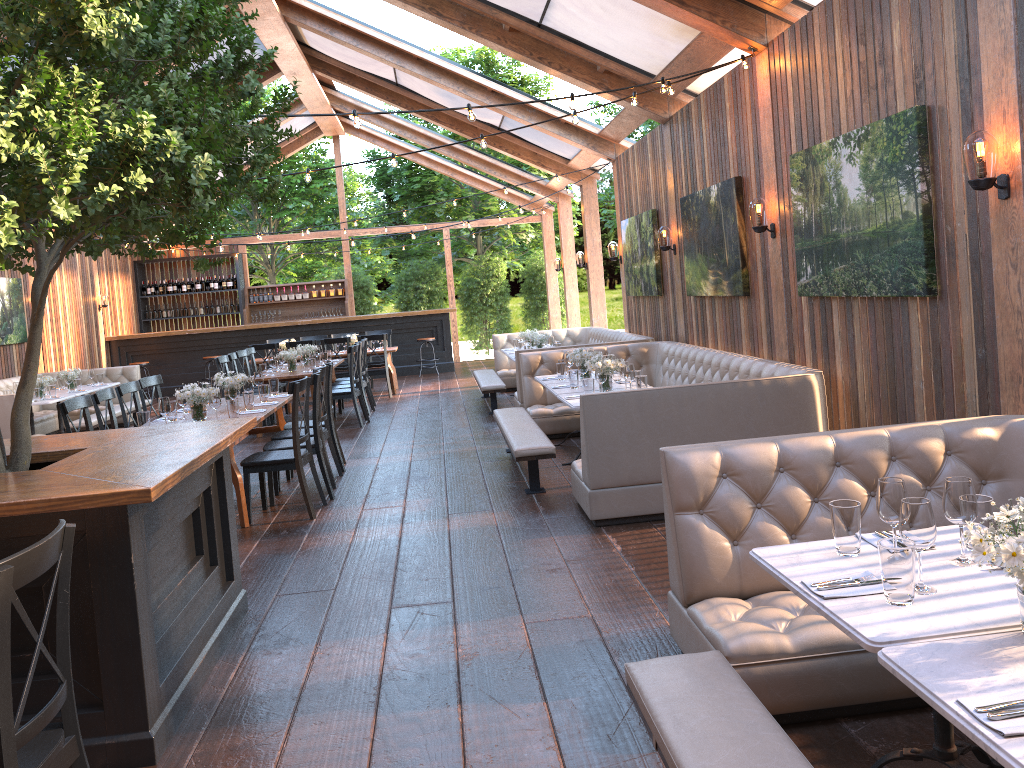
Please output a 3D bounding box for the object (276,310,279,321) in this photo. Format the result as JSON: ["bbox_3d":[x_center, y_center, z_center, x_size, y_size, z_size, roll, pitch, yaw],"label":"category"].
[{"bbox_3d":[-5.210,-1.534,19.761,0.092,0.244,0.092,-6,3,-30],"label":"object"}]

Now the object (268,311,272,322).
[{"bbox_3d":[-5.367,-1.508,19.642,0.092,0.244,0.092,-6,3,-30],"label":"object"}]

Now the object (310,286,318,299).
[{"bbox_3d":[-4.425,-2.059,19.814,0.176,0.287,0.110,-5,3,-10],"label":"object"}]

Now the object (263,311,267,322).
[{"bbox_3d":[-5.475,-1.498,19.625,0.092,0.244,0.092,-4,3,15],"label":"object"}]

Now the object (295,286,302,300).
[{"bbox_3d":[-4.773,-2.039,19.772,0.138,0.310,0.138,-5,3,-10],"label":"object"}]

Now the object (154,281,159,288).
[{"bbox_3d":[-7.789,-2.091,19.325,0.137,0.315,0.136,-7,4,-43],"label":"object"}]

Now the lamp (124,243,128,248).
[{"bbox_3d":[-5.999,-2.163,13.754,0.056,0.121,0.056,-4,3,11],"label":"lamp"}]

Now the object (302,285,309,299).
[{"bbox_3d":[-4.618,-2.055,19.807,0.138,0.310,0.138,-5,3,0],"label":"object"}]

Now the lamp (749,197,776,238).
[{"bbox_3d":[1.901,-1.263,6.745,0.178,0.319,0.146,-5,3,-5],"label":"lamp"}]

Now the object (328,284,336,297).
[{"bbox_3d":[-4.038,-2.092,19.829,0.176,0.287,0.110,-5,3,-10],"label":"object"}]

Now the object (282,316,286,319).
[{"bbox_3d":[-5.074,-1.471,19.771,0.124,0.096,0.124,-4,5,7],"label":"object"}]

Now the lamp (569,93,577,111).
[{"bbox_3d":[0.415,-1.937,6.078,0.056,0.118,0.062,-2,4,37],"label":"lamp"}]

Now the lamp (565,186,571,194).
[{"bbox_3d":[0.754,-2.608,11.886,0.068,0.117,0.057,-5,3,2],"label":"lamp"}]

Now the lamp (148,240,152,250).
[{"bbox_3d":[-4.047,-1.540,9.857,0.056,0.121,0.056,-6,3,-17],"label":"lamp"}]

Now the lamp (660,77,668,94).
[{"bbox_3d":[1.090,-2.150,6.375,0.056,0.118,0.065,-2,4,44],"label":"lamp"}]

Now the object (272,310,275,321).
[{"bbox_3d":[-5.311,-1.524,19.749,0.092,0.244,0.092,-6,3,-30],"label":"object"}]

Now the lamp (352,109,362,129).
[{"bbox_3d":[-0.956,-1.638,5.463,0.056,0.120,0.056,-6,3,-17],"label":"lamp"}]

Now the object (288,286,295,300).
[{"bbox_3d":[-4.923,-2.026,19.766,0.138,0.310,0.138,-5,3,0],"label":"object"}]

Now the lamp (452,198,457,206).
[{"bbox_3d":[-0.824,-2.594,12.617,0.075,0.114,0.056,-2,4,41],"label":"lamp"}]

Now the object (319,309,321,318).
[{"bbox_3d":[-4.225,-1.565,19.609,0.074,0.180,0.073,-6,3,-31],"label":"object"}]

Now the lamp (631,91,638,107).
[{"bbox_3d":[0.951,-2.213,6.876,0.056,0.121,0.056,-5,3,-2],"label":"lamp"}]

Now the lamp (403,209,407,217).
[{"bbox_3d":[-1.556,-2.474,12.801,0.056,0.120,0.056,-6,3,-29],"label":"lamp"}]

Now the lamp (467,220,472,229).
[{"bbox_3d":[-0.547,-2.039,11.297,0.056,0.120,0.056,-5,3,-8],"label":"lamp"}]

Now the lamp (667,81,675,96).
[{"bbox_3d":[1.227,-2.280,6.824,0.056,0.120,0.056,-7,4,-39],"label":"lamp"}]

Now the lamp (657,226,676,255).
[{"bbox_3d":[1.657,-1.539,9.502,0.178,0.319,0.146,-5,3,-5],"label":"lamp"}]

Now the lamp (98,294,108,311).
[{"bbox_3d":[-7.826,-1.573,16.959,0.178,0.319,0.146,-5,3,-5],"label":"lamp"}]

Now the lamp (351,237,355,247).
[{"bbox_3d":[-1.925,-1.719,10.701,0.056,0.121,0.056,-5,3,-6],"label":"lamp"}]

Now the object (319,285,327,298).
[{"bbox_3d":[-4.234,-2.079,19.852,0.176,0.287,0.110,-5,3,0],"label":"object"}]

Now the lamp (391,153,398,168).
[{"bbox_3d":[-0.966,-1.834,7.256,0.056,0.121,0.056,-4,3,4],"label":"lamp"}]

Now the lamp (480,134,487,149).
[{"bbox_3d":[-0.229,-1.951,7.108,0.056,0.121,0.056,-4,3,8],"label":"lamp"}]

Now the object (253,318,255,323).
[{"bbox_3d":[-5.710,-1.438,19.526,0.070,0.185,0.070,-5,3,0],"label":"object"}]

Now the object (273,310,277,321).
[{"bbox_3d":[-5.265,-1.516,19.640,0.092,0.244,0.092,-6,3,-30],"label":"object"}]

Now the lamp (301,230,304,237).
[{"bbox_3d":[-3.715,-2.674,15.706,0.056,0.120,0.056,-5,3,1],"label":"lamp"}]

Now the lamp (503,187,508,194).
[{"bbox_3d":[-0.087,-2.728,12.468,0.056,0.114,0.075,-5,3,-6],"label":"lamp"}]

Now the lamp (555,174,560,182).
[{"bbox_3d":[0.643,-2.868,12.329,0.056,0.118,0.064,-6,4,-31],"label":"lamp"}]

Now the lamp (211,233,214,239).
[{"bbox_3d":[-5.136,-2.524,15.154,0.056,0.119,0.057,-2,4,45],"label":"lamp"}]

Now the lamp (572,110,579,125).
[{"bbox_3d":[0.497,-2.098,6.962,0.056,0.121,0.056,-4,3,20],"label":"lamp"}]

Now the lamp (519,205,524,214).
[{"bbox_3d":[0.121,-2.287,11.589,0.056,0.119,0.059,-3,3,26],"label":"lamp"}]

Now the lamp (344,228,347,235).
[{"bbox_3d":[-3.019,-2.761,15.999,0.056,0.121,0.056,-3,3,21],"label":"lamp"}]

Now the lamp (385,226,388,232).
[{"bbox_3d":[-2.319,-2.850,16.286,0.056,0.121,0.056,-4,3,14],"label":"lamp"}]

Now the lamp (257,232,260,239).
[{"bbox_3d":[-4.430,-2.593,15.433,0.056,0.120,0.056,-2,4,41],"label":"lamp"}]

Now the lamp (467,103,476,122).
[{"bbox_3d":[-0.263,-1.769,5.764,0.056,0.120,0.056,-7,4,-39],"label":"lamp"}]

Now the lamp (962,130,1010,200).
[{"bbox_3d":[2.143,-0.989,4.011,0.178,0.319,0.146,-5,3,-5],"label":"lamp"}]

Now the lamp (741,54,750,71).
[{"bbox_3d":[1.755,-2.419,6.656,0.056,0.119,0.062,-3,4,30],"label":"lamp"}]

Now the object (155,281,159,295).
[{"bbox_3d":[-7.713,-2.082,19.201,0.077,0.308,0.077,-6,3,-26],"label":"object"}]

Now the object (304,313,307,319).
[{"bbox_3d":[-4.594,-1.529,19.786,0.097,0.134,0.097,-6,4,-18],"label":"object"}]

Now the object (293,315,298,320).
[{"bbox_3d":[-4.825,-1.486,19.721,0.124,0.096,0.124,-6,5,-16],"label":"object"}]

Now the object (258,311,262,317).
[{"bbox_3d":[-5.588,-1.488,19.622,0.092,0.244,0.092,-4,3,15],"label":"object"}]

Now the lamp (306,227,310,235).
[{"bbox_3d":[-3.022,-2.272,13.100,0.057,0.119,0.056,-5,3,-11],"label":"lamp"}]

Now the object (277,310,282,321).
[{"bbox_3d":[-5.160,-1.527,19.658,0.092,0.244,0.092,-6,3,-30],"label":"object"}]

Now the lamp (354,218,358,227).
[{"bbox_3d":[-2.288,-2.363,12.945,0.056,0.121,0.056,-4,3,10],"label":"lamp"}]

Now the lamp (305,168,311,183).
[{"bbox_3d":[-1.709,-1.745,7.402,0.056,0.121,0.056,-2,4,36],"label":"lamp"}]

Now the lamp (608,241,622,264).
[{"bbox_3d":[1.416,-1.812,12.223,0.178,0.319,0.146,-5,3,-5],"label":"lamp"}]

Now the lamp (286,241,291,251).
[{"bbox_3d":[-2.633,-1.625,10.419,0.056,0.120,0.056,-5,3,1],"label":"lamp"}]

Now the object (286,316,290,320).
[{"bbox_3d":[-4.969,-1.467,19.653,0.124,0.096,0.124,-4,5,7],"label":"object"}]

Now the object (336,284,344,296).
[{"bbox_3d":[-3.856,-2.112,19.879,0.176,0.287,0.110,-5,3,0],"label":"object"}]

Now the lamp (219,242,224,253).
[{"bbox_3d":[-3.330,-1.563,10.122,0.056,0.120,0.056,-4,3,14],"label":"lamp"}]

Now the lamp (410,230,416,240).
[{"bbox_3d":[-1.225,-1.853,10.995,0.057,0.119,0.056,-8,4,-45],"label":"lamp"}]

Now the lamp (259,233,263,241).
[{"bbox_3d":[-3.771,-2.208,13.262,0.056,0.121,0.056,-7,4,-36],"label":"lamp"}]
